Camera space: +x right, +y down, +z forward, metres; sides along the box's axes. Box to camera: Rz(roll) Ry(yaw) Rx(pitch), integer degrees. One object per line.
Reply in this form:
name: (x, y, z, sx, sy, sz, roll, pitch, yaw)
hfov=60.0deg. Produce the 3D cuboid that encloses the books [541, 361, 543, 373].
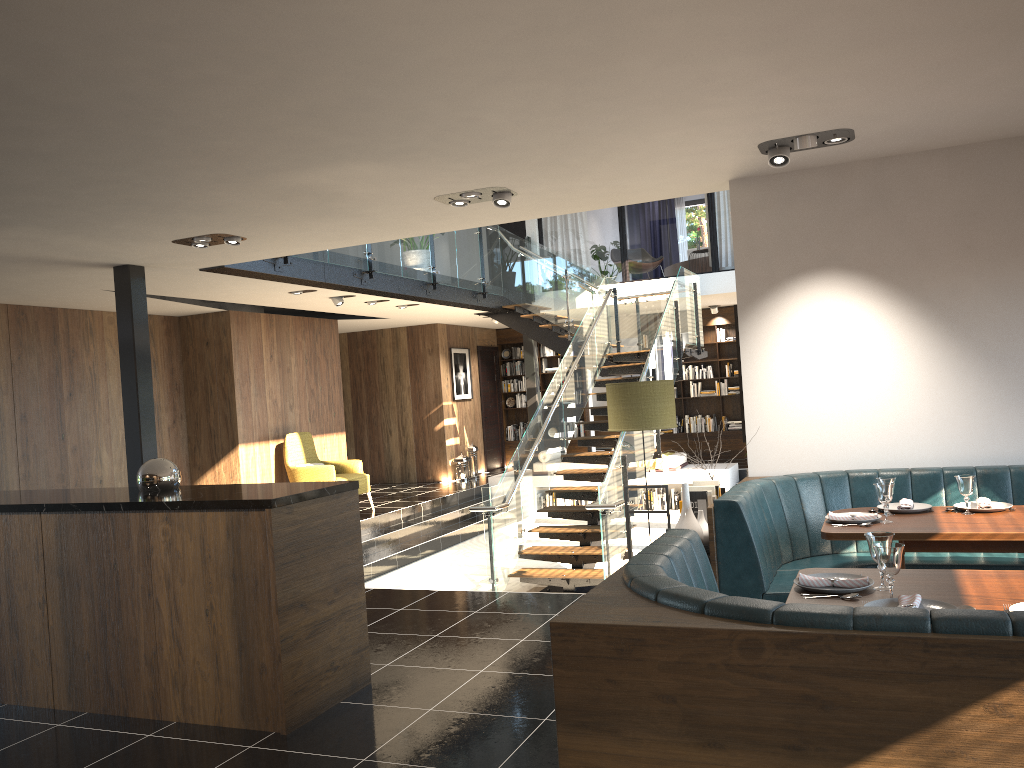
books: (0.607, -0.330, 17.091, 0.028, 0.242, 0.194, -4, 0, 23)

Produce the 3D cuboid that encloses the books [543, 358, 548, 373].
books: (0.643, -0.351, 17.053, 0.016, 0.278, 0.209, -4, 0, 23)

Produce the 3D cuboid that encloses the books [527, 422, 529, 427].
books: (0.354, 0.899, 17.154, 0.019, 0.356, 0.235, -4, 0, 23)

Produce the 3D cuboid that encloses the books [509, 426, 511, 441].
books: (0.002, 0.963, 17.356, 0.030, 0.282, 0.170, -4, 0, 23)

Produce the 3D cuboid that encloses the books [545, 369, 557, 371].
books: (0.799, -0.271, 17.001, 0.266, 0.030, 0.209, -4, -1, 23)

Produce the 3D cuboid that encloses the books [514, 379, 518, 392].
books: (0.089, 0.028, 17.260, 0.026, 0.237, 0.164, -4, 0, 23)

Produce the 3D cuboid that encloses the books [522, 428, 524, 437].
books: (0.248, 0.975, 17.248, 0.034, 0.223, 0.208, -4, 0, 23)

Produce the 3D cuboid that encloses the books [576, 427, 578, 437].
books: (1.258, 0.915, 16.824, 0.032, 0.195, 0.134, -4, 0, 23)

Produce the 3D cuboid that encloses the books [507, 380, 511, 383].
books: (-0.050, 0.041, 17.362, 0.018, 0.232, 0.123, -4, 0, 23)

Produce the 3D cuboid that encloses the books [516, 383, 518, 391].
books: (0.120, 0.061, 17.262, 0.026, 0.167, 0.173, -4, 0, 23)

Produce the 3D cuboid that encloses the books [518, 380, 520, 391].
books: (0.158, 0.034, 17.254, 0.053, 0.216, 0.151, -4, 0, 23)

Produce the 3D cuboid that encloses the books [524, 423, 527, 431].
books: (0.293, 0.921, 17.205, 0.016, 0.322, 0.218, -4, 0, 23)

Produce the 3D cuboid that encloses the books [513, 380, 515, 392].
books: (0.069, 0.031, 17.291, 0.036, 0.235, 0.169, -4, 0, 23)

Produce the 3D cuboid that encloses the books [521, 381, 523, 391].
books: (0.220, 0.041, 17.207, 0.025, 0.194, 0.172, -4, 0, 23)

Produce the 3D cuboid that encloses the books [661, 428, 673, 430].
books: (2.814, 0.813, 16.173, 0.287, 0.030, 0.176, -4, -1, 20)

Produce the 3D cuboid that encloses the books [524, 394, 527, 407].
books: (0.271, 0.326, 17.218, 0.030, 0.253, 0.138, -4, 0, 23)

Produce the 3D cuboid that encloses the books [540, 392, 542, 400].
books: (0.585, 0.286, 17.048, 0.018, 0.286, 0.157, -4, 0, 23)

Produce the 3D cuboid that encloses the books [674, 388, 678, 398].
books: (2.979, 0.165, 16.106, 0.022, 0.185, 0.127, -4, 0, 23)

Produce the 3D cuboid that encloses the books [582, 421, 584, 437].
books: (1.363, 0.852, 16.746, 0.029, 0.306, 0.149, -4, 0, 23)

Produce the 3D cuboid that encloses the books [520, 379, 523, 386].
books: (0.202, 0.017, 17.226, 0.020, 0.243, 0.154, -4, 0, 23)

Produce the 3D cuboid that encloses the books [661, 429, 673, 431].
books: (2.821, 0.840, 16.186, 0.271, 0.025, 0.156, -4, -1, 24)

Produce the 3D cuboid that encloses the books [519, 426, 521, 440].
books: (0.200, 0.948, 17.244, 0.017, 0.282, 0.232, -4, 0, 23)

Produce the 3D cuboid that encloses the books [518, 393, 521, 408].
books: (0.156, 0.323, 17.234, 0.018, 0.275, 0.144, -4, 0, 23)

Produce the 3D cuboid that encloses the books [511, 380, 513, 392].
books: (0.016, 0.035, 17.328, 0.019, 0.236, 0.139, -4, 0, 23)

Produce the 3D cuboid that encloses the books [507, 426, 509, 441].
books: (-0.033, 0.962, 17.386, 0.032, 0.288, 0.179, -4, 0, 23)

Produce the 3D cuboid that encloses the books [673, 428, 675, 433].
books: (2.956, 0.750, 16.095, 0.031, 0.284, 0.177, -4, 0, 23)

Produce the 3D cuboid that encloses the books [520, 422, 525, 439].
books: (0.206, 0.918, 17.222, 0.016, 0.341, 0.217, -4, 0, 23)

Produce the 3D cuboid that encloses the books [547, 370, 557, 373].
books: (0.806, -0.240, 17.013, 0.239, 0.033, 0.176, -4, -1, 20)

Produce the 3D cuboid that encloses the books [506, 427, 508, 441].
books: (-0.065, 0.978, 17.392, 0.032, 0.261, 0.194, -4, 0, 23)

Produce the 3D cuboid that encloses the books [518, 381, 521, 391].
books: (0.177, 0.038, 17.209, 0.016, 0.205, 0.204, -4, 0, 23)

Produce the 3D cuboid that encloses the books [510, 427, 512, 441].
books: (0.015, 0.968, 17.317, 0.022, 0.269, 0.216, -4, 0, 23)

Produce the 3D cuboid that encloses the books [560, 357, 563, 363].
books: (0.962, -0.378, 16.895, 0.049, 0.286, 0.259, -4, 0, 23)

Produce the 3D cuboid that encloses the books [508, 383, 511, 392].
books: (-0.030, 0.071, 17.333, 0.037, 0.169, 0.148, -4, 0, 23)

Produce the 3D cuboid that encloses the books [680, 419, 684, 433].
books: (3.096, 0.755, 16.056, 0.075, 0.254, 0.181, -4, 0, 23)

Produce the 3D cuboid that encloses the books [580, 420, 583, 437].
books: (1.336, 0.850, 16.765, 0.035, 0.314, 0.168, -4, 0, 23)

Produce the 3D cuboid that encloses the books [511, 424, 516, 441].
books: (0.045, 0.947, 17.303, 0.015, 0.306, 0.222, -4, 0, 23)

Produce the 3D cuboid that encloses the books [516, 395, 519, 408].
books: (0.132, 0.333, 17.233, 0.026, 0.257, 0.192, -4, 0, 23)

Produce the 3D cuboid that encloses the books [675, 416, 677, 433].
books: (2.991, 0.735, 16.099, 0.031, 0.310, 0.169, -4, 0, 23)

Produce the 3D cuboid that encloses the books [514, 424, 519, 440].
books: (0.088, 0.945, 17.314, 0.020, 0.304, 0.189, -4, 0, 23)

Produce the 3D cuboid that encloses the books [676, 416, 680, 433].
books: (3.021, 0.737, 16.082, 0.036, 0.302, 0.186, -4, 0, 23)

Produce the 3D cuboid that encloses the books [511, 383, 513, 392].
books: (0.032, 0.061, 17.292, 0.035, 0.180, 0.164, -4, 0, 23)

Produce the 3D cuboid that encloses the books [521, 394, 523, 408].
books: (0.213, 0.324, 17.232, 0.024, 0.265, 0.147, -4, 0, 23)

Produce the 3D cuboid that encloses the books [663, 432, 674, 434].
books: (2.826, 0.889, 16.190, 0.247, 0.026, 0.148, -4, -1, 22)

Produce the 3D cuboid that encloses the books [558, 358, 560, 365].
books: (0.936, -0.366, 16.925, 0.023, 0.264, 0.218, -4, 0, 23)

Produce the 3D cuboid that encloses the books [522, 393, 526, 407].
books: (0.235, 0.315, 17.213, 0.032, 0.279, 0.133, -4, 0, 23)

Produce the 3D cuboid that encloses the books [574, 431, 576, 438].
books: (1.209, 0.870, 16.810, 0.018, 0.292, 0.191, -4, 0, 23)

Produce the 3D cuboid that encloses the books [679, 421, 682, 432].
books: (3.059, 0.779, 16.090, 0.023, 0.212, 0.123, -4, 0, 23)

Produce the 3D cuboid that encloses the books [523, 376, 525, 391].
books: (0.262, -0.008, 17.188, 0.018, 0.284, 0.198, -4, 0, 23)

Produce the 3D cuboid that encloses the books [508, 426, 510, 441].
books: (-0.024, 0.964, 17.348, 0.014, 0.282, 0.232, -4, 0, 23)

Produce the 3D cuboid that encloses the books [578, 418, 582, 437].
books: (1.287, 0.833, 16.780, 0.065, 0.354, 0.164, -4, 0, 23)

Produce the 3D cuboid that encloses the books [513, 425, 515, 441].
books: (0.073, 0.948, 17.327, 0.018, 0.301, 0.195, -4, 0, 23)

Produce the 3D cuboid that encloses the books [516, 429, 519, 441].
books: (0.131, 0.986, 17.269, 0.021, 0.217, 0.220, -4, 0, 23)

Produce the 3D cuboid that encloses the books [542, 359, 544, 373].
books: (0.621, -0.350, 17.057, 0.027, 0.279, 0.166, -4, 0, 23)

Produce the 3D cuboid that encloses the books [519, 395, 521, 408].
books: (0.190, 0.336, 17.248, 0.032, 0.245, 0.120, -4, 0, 23)
